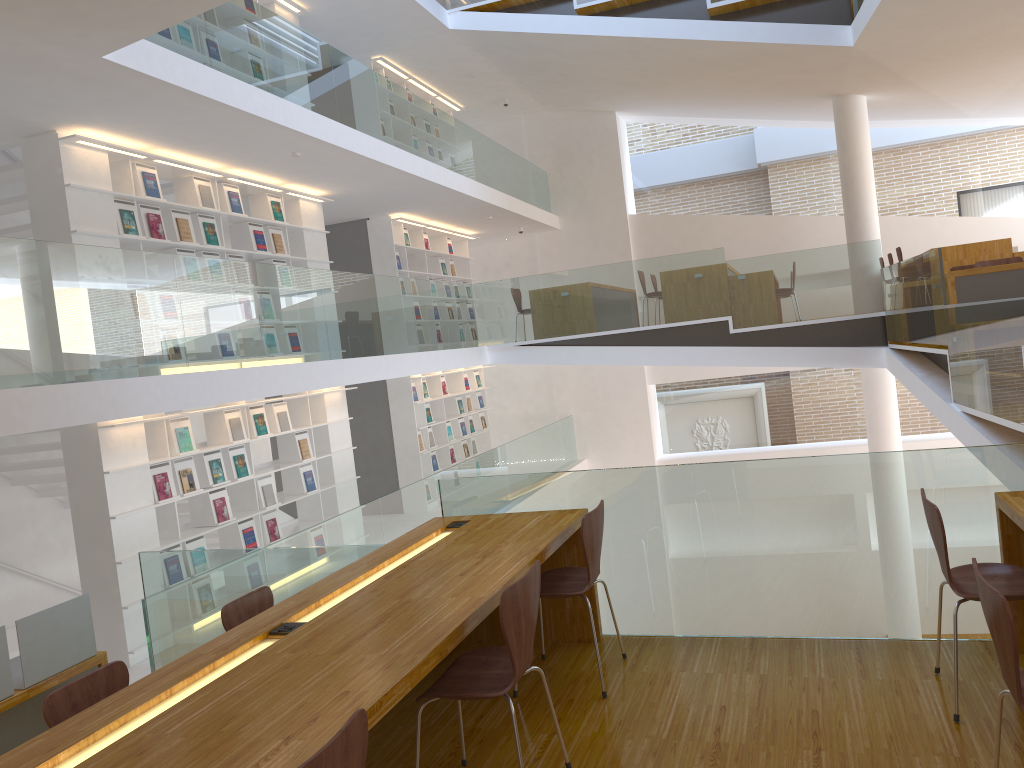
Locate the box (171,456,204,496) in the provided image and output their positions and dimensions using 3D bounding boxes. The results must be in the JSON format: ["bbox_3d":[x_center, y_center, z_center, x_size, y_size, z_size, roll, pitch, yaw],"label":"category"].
[{"bbox_3d":[-2.737,0.758,7.263,0.274,0.296,0.245,-6,2,18],"label":"box"}]

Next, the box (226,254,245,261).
[{"bbox_3d":[-2.604,-1.037,8.212,0.274,0.296,0.245,-6,2,18],"label":"box"}]

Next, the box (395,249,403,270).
[{"bbox_3d":[-1.599,-1.612,11.654,0.274,0.296,0.245,-6,2,18],"label":"box"}]

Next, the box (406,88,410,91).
[{"bbox_3d":[-1.554,-4.045,12.574,0.274,0.296,0.245,-6,2,18],"label":"box"}]

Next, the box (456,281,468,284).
[{"bbox_3d":[-0.796,-1.463,14.045,0.274,0.296,0.245,-6,2,18],"label":"box"}]

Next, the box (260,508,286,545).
[{"bbox_3d":[-2.321,1.333,8.302,0.274,0.296,0.245,-6,2,18],"label":"box"}]

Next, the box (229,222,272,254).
[{"bbox_3d":[-2.526,-1.393,8.563,0.274,0.296,0.245,-6,2,18],"label":"box"}]

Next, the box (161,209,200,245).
[{"bbox_3d":[-2.859,-1.314,7.526,0.274,0.296,0.245,-6,2,18],"label":"box"}]

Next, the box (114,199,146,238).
[{"bbox_3d":[-3.061,-1.268,6.897,0.274,0.296,0.245,-6,2,18],"label":"box"}]

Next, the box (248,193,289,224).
[{"bbox_3d":[-2.446,-1.744,8.921,0.274,0.296,0.245,-6,2,18],"label":"box"}]

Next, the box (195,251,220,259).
[{"bbox_3d":[-2.717,-1.011,7.861,0.274,0.296,0.245,-6,2,18],"label":"box"}]

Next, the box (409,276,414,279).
[{"bbox_3d":[-1.444,-1.313,12.028,0.274,0.296,0.245,-6,2,18],"label":"box"}]

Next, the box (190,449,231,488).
[{"bbox_3d":[-2.617,0.724,7.598,0.274,0.296,0.245,-6,2,18],"label":"box"}]

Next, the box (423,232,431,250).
[{"bbox_3d":[-1.313,-2.014,12.647,0.274,0.296,0.245,-6,2,18],"label":"box"}]

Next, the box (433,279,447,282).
[{"bbox_3d":[-1.067,-1.400,13.203,0.274,0.296,0.245,-6,2,18],"label":"box"}]

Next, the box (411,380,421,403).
[{"bbox_3d":[-1.392,0.109,11.723,0.274,0.296,0.245,-6,2,18],"label":"box"}]

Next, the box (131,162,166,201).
[{"bbox_3d":[-3.007,-1.615,7.174,0.274,0.296,0.245,-6,2,18],"label":"box"}]

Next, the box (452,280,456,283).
[{"bbox_3d":[-0.960,-1.424,13.537,0.274,0.296,0.245,-6,2,18],"label":"box"}]

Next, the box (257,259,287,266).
[{"bbox_3d":[-2.383,-1.089,8.899,0.274,0.296,0.245,-6,2,18],"label":"box"}]

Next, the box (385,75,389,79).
[{"bbox_3d":[-1.763,-3.995,11.931,0.274,0.296,0.245,-6,2,18],"label":"box"}]

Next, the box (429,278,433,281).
[{"bbox_3d":[-1.231,-1.362,12.692,0.274,0.296,0.245,-6,2,18],"label":"box"}]

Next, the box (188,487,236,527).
[{"bbox_3d":[-2.577,1.050,7.615,0.274,0.296,0.245,-6,2,18],"label":"box"}]

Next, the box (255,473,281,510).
[{"bbox_3d":[-2.361,1.008,8.285,0.274,0.296,0.245,-6,2,18],"label":"box"}]

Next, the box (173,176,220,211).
[{"bbox_3d":[-2.791,-1.665,7.849,0.274,0.296,0.245,-6,2,18],"label":"box"}]

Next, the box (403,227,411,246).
[{"bbox_3d":[-1.522,-1.964,12.003,0.274,0.296,0.245,-6,2,18],"label":"box"}]

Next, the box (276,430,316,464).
[{"bbox_3d":[-2.179,0.631,8.959,0.274,0.296,0.245,-6,2,18],"label":"box"}]

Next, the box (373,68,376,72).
[{"bbox_3d":[-1.884,-3.967,11.554,0.274,0.296,0.245,-6,2,18],"label":"box"}]

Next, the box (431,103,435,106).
[{"bbox_3d":[-1.275,-4.108,13.450,0.274,0.296,0.245,-6,2,18],"label":"box"}]

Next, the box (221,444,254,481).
[{"bbox_3d":[-2.511,0.707,7.927,0.274,0.296,0.245,-6,2,18],"label":"box"}]

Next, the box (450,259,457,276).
[{"bbox_3d":[-0.995,-1.751,13.535,0.274,0.296,0.245,-6,2,18],"label":"box"}]

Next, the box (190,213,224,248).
[{"bbox_3d":[-2.754,-1.338,7.854,0.274,0.296,0.245,-6,2,18],"label":"box"}]

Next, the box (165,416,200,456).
[{"bbox_3d":[-2.764,0.430,7.247,0.274,0.296,0.245,-6,2,18],"label":"box"}]

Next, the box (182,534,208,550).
[{"bbox_3d":[-2.649,1.409,7.278,0.274,0.296,0.245,-6,2,18],"label":"box"}]

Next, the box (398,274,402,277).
[{"bbox_3d":[-1.559,-1.286,11.672,0.274,0.296,0.245,-6,2,18],"label":"box"}]

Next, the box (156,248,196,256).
[{"bbox_3d":[-2.820,-0.988,7.539,0.274,0.296,0.245,-6,2,18],"label":"box"}]

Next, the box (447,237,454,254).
[{"bbox_3d":[-1.034,-2.077,13.523,0.274,0.296,0.245,-6,2,18],"label":"box"}]

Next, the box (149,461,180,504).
[{"bbox_3d":[-2.818,0.777,6.970,0.274,0.296,0.245,-6,2,18],"label":"box"}]

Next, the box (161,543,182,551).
[{"bbox_3d":[-2.740,1.430,6.997,0.274,0.296,0.245,-6,2,18],"label":"box"}]

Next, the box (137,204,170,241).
[{"bbox_3d":[-2.980,-1.287,7.189,0.274,0.296,0.245,-6,2,18],"label":"box"}]

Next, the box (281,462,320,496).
[{"bbox_3d":[-2.140,0.957,8.973,0.274,0.296,0.245,-6,2,18],"label":"box"}]

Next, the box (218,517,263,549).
[{"bbox_3d":[-2.435,1.360,7.946,0.274,0.296,0.245,-6,2,18],"label":"box"}]

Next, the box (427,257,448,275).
[{"bbox_3d":[-1.106,-1.725,13.191,0.274,0.296,0.245,-6,2,18],"label":"box"}]

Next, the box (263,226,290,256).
[{"bbox_3d":[-2.422,-1.414,8.886,0.274,0.296,0.245,-6,2,18],"label":"box"}]

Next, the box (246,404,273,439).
[{"bbox_3d":[-2.434,0.354,8.276,0.274,0.296,0.245,-6,2,18],"label":"box"}]

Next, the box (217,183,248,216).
[{"bbox_3d":[-2.663,-1.695,8.245,0.274,0.296,0.245,-6,2,18],"label":"box"}]

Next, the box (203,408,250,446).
[{"bbox_3d":[-2.548,0.380,7.922,0.274,0.296,0.245,-6,2,18],"label":"box"}]

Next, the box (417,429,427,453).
[{"bbox_3d":[-1.316,0.759,11.745,0.274,0.296,0.245,-6,2,18],"label":"box"}]
